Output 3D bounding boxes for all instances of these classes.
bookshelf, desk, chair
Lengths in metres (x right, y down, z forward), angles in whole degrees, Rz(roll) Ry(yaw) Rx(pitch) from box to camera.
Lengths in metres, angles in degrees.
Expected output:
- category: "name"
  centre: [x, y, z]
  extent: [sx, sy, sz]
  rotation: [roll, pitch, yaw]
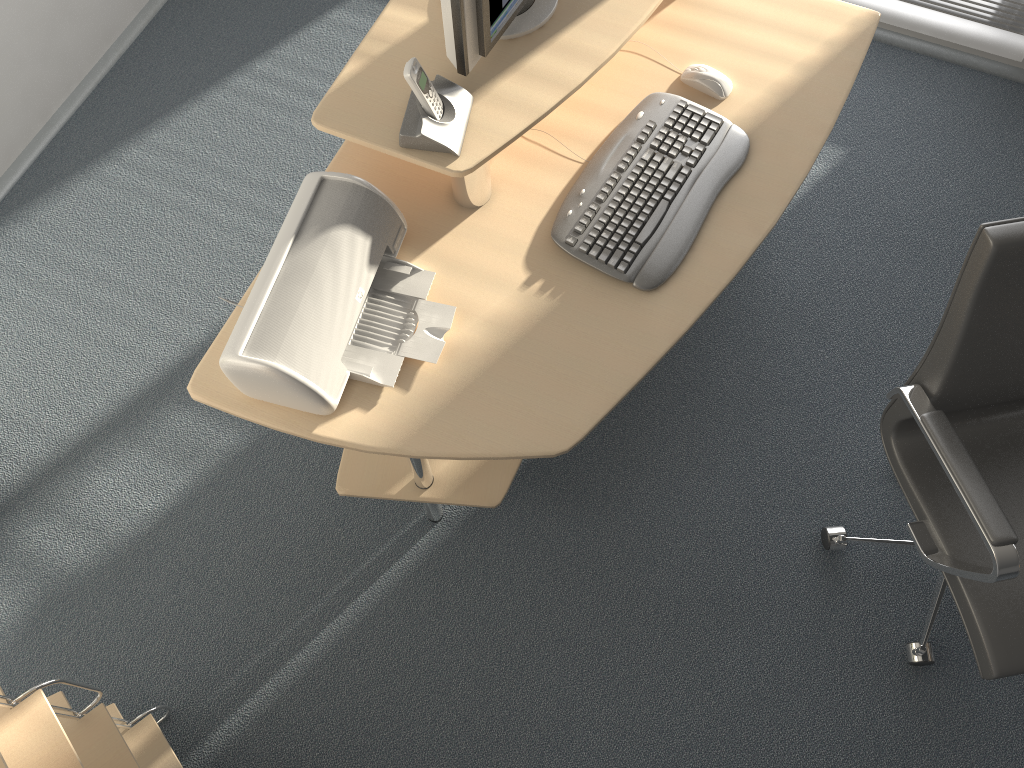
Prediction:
- category: "bookshelf"
  centre: [-0.781, 0.754, 1.266]
  extent: [0.381, 1.572, 0.724]
  rotation: [-36, 69, -15]
- category: "desk"
  centre: [0.115, -0.443, 1.809]
  extent: [0.967, 1.566, 1.469]
  rotation: [21, 67, 11]
- category: "chair"
  centre: [1.059, 0.209, 1.773]
  extent: [0.584, 1.048, 0.652]
  rotation: [-10, 65, -4]

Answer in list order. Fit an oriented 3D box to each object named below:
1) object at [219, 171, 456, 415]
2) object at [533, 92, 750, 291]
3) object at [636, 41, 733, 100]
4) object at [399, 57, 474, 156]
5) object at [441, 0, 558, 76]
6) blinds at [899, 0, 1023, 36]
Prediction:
- category: "object"
  centre: [-0.291, -0.161, 1.650]
  extent: [0.351, 0.162, 0.438]
  rotation: [14, 66, 7]
- category: "object"
  centre: [0.060, -0.528, 1.917]
  extent: [0.814, 0.082, 0.478]
  rotation: [29, 69, 13]
- category: "object"
  centre: [0.171, -0.823, 2.050]
  extent: [0.742, 0.088, 0.168]
  rotation: [24, 68, 11]
- category: "object"
  centre: [-0.147, -0.537, 1.654]
  extent: [0.119, 0.151, 0.150]
  rotation: [8, 65, 5]
- category: "object"
  centre: [-0.022, -0.910, 1.679]
  extent: [0.245, 0.418, 0.516]
  rotation: [36, 70, 16]
- category: "blinds"
  centre: [0.740, -2.067, 1.792]
  extent: [1.950, 2.749, 0.037]
  rotation: [21, 67, 11]
